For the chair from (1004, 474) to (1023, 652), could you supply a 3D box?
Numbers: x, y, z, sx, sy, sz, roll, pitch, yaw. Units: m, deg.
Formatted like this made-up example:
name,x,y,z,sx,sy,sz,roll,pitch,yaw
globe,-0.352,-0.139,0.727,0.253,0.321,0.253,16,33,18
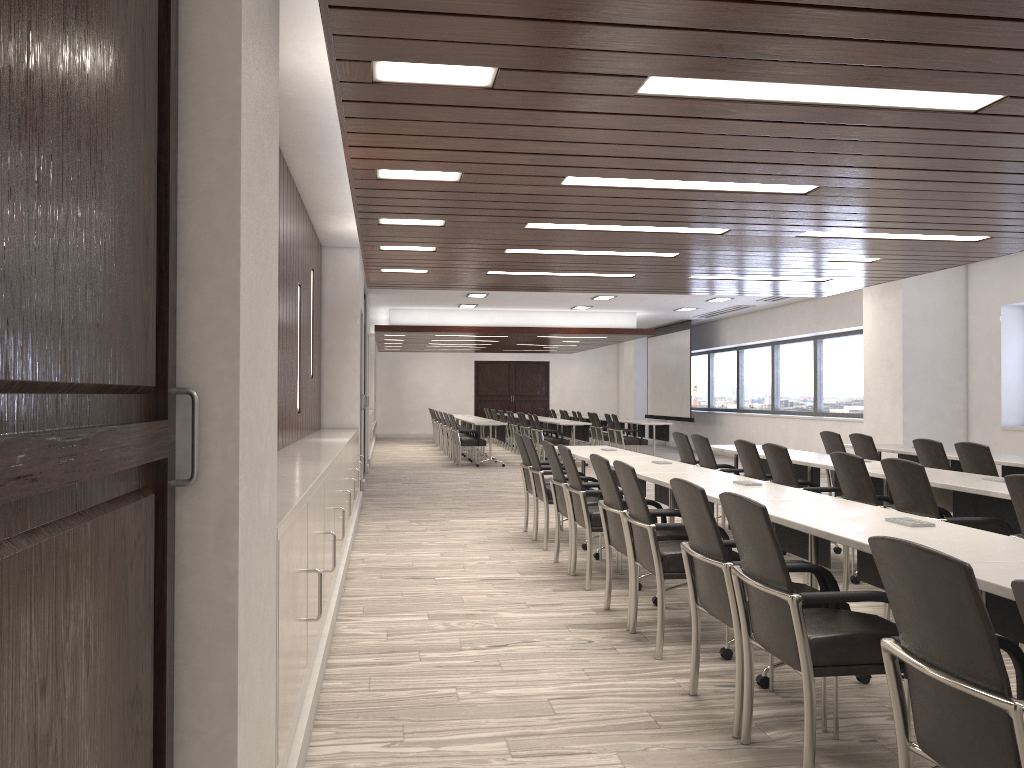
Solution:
name,x,y,z,sx,sy,sz,roll,pitch,yaw
chair,2.487,0.852,3.764,0.638,0.939,0.513,0,-1,-8

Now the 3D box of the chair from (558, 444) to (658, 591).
name,x,y,z,sx,sy,sz,roll,pitch,yaw
chair,0.636,0.879,6.047,0.638,0.939,0.513,0,-1,-8

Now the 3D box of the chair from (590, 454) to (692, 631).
name,x,y,z,sx,sy,sz,roll,pitch,yaw
chair,0.775,0.866,5.062,0.638,0.939,0.513,0,-1,-9

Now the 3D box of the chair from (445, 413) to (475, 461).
name,x,y,z,sx,sy,sz,roll,pitch,yaw
chair,-1.014,1.034,17.556,0.638,0.939,0.513,0,-1,-9

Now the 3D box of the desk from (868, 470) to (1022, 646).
name,x,y,z,sx,sy,sz,roll,pitch,yaw
desk,2.678,0.942,5.065,0.577,0.795,1.509,0,-1,-8

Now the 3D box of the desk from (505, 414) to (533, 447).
name,x,y,z,sx,sy,sz,roll,pitch,yaw
desk,0.174,1.177,22.597,0.577,0.795,1.509,0,-1,-8

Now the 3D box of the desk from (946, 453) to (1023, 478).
name,x,y,z,sx,sy,sz,roll,pitch,yaw
desk,3.945,0.968,6.786,0.577,0.795,1.509,0,-1,-8

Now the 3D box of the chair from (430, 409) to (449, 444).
name,x,y,z,sx,sy,sz,roll,pitch,yaw
chair,-1.873,1.115,23.576,0.638,0.939,0.513,0,-1,-8

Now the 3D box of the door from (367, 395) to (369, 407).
name,x,y,z,sx,sy,sz,roll,pitch,yaw
door,-2.581,0.292,15.451,0.200,2.323,1.163,0,-1,-8

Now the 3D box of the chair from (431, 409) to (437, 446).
name,x,y,z,sx,sy,sz,roll,pitch,yaw
chair,-1.741,1.101,22.590,0.638,0.939,0.513,0,-1,-8

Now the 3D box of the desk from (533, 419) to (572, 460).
name,x,y,z,sx,sy,sz,roll,pitch,yaw
desk,0.819,1.116,18.082,0.577,0.795,1.509,0,-1,-8

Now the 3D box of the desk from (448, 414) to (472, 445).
name,x,y,z,sx,sy,sz,roll,pitch,yaw
desk,-1.330,1.171,22.383,0.577,0.795,1.509,0,-1,-8

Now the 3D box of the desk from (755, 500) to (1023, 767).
name,x,y,z,sx,sy,sz,roll,pitch,yaw
desk,1.390,0.916,3.343,0.577,0.795,1.509,0,-1,-8

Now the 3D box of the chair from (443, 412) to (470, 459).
name,x,y,z,sx,sy,sz,roll,pitch,yaw
chair,-1.089,1.041,18.083,0.638,0.939,0.513,0,-1,-7

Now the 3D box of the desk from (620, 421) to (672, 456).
name,x,y,z,sx,sy,sz,roll,pitch,yaw
desk,2.516,1.102,16.786,0.577,0.795,1.509,0,-1,-8

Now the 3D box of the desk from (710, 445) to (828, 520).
name,x,y,z,sx,sy,sz,roll,pitch,yaw
desk,2.247,0.982,8.082,0.577,0.795,1.509,0,-1,-8

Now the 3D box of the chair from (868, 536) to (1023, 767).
name,x,y,z,sx,sy,sz,roll,pitch,yaw
chair,1.203,0.826,2.060,0.638,0.939,0.513,0,-1,-9

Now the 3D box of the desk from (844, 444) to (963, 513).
name,x,y,z,sx,sy,sz,roll,pitch,yaw
desk,3.729,0.988,8.294,0.577,0.795,1.509,0,-1,-8

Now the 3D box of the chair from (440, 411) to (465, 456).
name,x,y,z,sx,sy,sz,roll,pitch,yaw
chair,-1.237,1.054,19.051,0.638,0.939,0.513,0,-1,-8

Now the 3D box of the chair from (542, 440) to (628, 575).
name,x,y,z,sx,sy,sz,roll,pitch,yaw
chair,0.547,0.886,6.560,0.638,0.939,0.513,0,-1,-9

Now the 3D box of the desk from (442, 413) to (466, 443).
name,x,y,z,sx,sy,sz,roll,pitch,yaw
desk,-1.545,1.191,23.890,0.577,0.795,1.509,0,-1,-8

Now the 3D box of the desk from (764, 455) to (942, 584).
name,x,y,z,sx,sy,sz,roll,pitch,yaw
desk,2.463,0.962,6.575,0.577,0.795,1.509,0,-1,-8

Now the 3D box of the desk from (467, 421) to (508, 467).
name,x,y,z,sx,sy,sz,roll,pitch,yaw
desk,-0.469,1.090,16.360,0.577,0.795,1.509,0,-1,-8

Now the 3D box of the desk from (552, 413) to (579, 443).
name,x,y,z,sx,sy,sz,roll,pitch,yaw
desk,1.441,1.203,24.316,0.577,0.795,1.509,0,-1,-8

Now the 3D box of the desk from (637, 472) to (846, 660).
name,x,y,z,sx,sy,sz,roll,pitch,yaw
desk,1.174,0.936,4.850,0.577,0.795,1.509,0,-1,-8

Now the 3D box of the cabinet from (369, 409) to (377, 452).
name,x,y,z,sx,sy,sz,roll,pitch,yaw
cabinet,-3.403,0.990,20.460,0.476,0.698,7.540,0,-1,-8

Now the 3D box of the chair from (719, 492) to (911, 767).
name,x,y,z,sx,sy,sz,roll,pitch,yaw
chair,1.058,0.839,3.029,0.638,0.939,0.513,0,-1,-8

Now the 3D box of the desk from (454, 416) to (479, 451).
name,x,y,z,sx,sy,sz,roll,pitch,yaw
desk,-1.114,1.151,20.872,0.577,0.795,1.509,0,-1,-8

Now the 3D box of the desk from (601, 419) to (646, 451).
name,x,y,z,sx,sy,sz,roll,pitch,yaw
desk,2.301,1.122,18.293,0.577,0.795,1.509,0,-1,-8

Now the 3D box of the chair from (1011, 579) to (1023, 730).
name,x,y,z,sx,sy,sz,roll,pitch,yaw
chair,1.266,0.819,1.540,0.638,0.939,0.513,0,-1,-8

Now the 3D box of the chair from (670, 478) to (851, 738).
name,x,y,z,sx,sy,sz,roll,pitch,yaw
chair,0.976,0.846,3.558,0.638,0.939,0.513,0,-1,-8

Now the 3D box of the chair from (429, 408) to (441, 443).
name,x,y,z,sx,sy,sz,roll,pitch,yaw
chair,-1.950,1.121,24.094,0.638,0.939,0.513,0,-1,-8

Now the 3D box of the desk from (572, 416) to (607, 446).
name,x,y,z,sx,sy,sz,roll,pitch,yaw
desk,1.872,1.162,21.299,0.577,0.795,1.509,0,-1,-8

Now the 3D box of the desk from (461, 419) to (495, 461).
name,x,y,z,sx,sy,sz,roll,pitch,yaw
desk,-0.685,1.110,17.867,0.577,0.795,1.509,0,-1,-8

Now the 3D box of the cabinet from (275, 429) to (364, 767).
name,x,y,z,sx,sy,sz,roll,pitch,yaw
cabinet,-1.362,0.798,6.172,0.476,0.698,7.540,0,-1,-8

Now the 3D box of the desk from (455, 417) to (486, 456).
name,x,y,z,sx,sy,sz,roll,pitch,yaw
desk,-0.899,1.131,19.365,0.577,0.795,1.509,0,-1,-8

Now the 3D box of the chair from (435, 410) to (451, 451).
name,x,y,z,sx,sy,sz,roll,pitch,yaw
chair,-1.455,1.074,20.562,0.638,0.939,0.513,0,-1,-8

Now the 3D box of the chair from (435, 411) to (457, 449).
name,x,y,z,sx,sy,sz,roll,pitch,yaw
chair,-1.513,1.081,21.084,0.638,0.939,0.513,0,-1,-9

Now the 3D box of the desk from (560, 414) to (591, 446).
name,x,y,z,sx,sy,sz,roll,pitch,yaw
desk,1.656,1.183,22.809,0.577,0.795,1.509,0,-1,-8

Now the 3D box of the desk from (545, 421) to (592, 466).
name,x,y,z,sx,sy,sz,roll,pitch,yaw
desk,1.034,1.096,16.574,0.577,0.795,1.509,0,-1,-8

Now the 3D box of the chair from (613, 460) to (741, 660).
name,x,y,z,sx,sy,sz,roll,pitch,yaw
chair,0.850,0.859,4.536,0.638,0.939,0.513,0,-1,-8

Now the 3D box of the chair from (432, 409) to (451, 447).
name,x,y,z,sx,sy,sz,roll,pitch,yaw
chair,-1.666,1.094,22.070,0.638,0.939,0.513,0,-1,-9

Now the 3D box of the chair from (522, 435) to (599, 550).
name,x,y,z,sx,sy,sz,roll,pitch,yaw
chair,0.411,0.899,7.552,0.638,0.939,0.513,0,-1,-9

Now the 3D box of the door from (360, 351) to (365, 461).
name,x,y,z,sx,sy,sz,roll,pitch,yaw
door,-1.977,0.235,11.224,0.200,2.323,1.163,0,-1,-8

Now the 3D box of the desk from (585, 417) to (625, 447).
name,x,y,z,sx,sy,sz,roll,pitch,yaw
desk,2.087,1.142,19.791,0.577,0.795,1.509,0,-1,-8

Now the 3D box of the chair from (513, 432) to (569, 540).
name,x,y,z,sx,sy,sz,roll,pitch,yaw
chair,0.335,0.906,8.076,0.638,0.939,0.513,0,-1,-9

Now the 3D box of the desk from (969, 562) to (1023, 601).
name,x,y,z,sx,sy,sz,roll,pitch,yaw
desk,1.604,0.895,1.844,0.577,0.795,1.509,0,-1,-8

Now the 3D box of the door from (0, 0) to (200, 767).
name,x,y,z,sx,sy,sz,roll,pitch,yaw
door,-0.652,0.101,1.233,0.200,2.323,1.163,0,-1,-8

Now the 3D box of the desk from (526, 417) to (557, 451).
name,x,y,z,sx,sy,sz,roll,pitch,yaw
desk,0.605,1.136,19.580,0.577,0.795,1.509,0,-1,-8

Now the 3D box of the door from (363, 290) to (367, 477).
name,x,y,z,sx,sy,sz,roll,pitch,yaw
door,-2.279,-0.019,13.343,0.200,2.889,2.327,0,-1,-8

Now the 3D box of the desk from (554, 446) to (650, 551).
name,x,y,z,sx,sy,sz,roll,pitch,yaw
desk,0.743,0.976,7.867,0.577,0.795,1.509,0,-1,-8

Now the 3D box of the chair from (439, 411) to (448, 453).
name,x,y,z,sx,sy,sz,roll,pitch,yaw
chair,-1.303,1.061,19.565,0.638,0.939,0.513,0,-1,-8

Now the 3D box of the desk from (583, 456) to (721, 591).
name,x,y,z,sx,sy,sz,roll,pitch,yaw
desk,0.959,0.956,6.360,0.577,0.795,1.509,0,-1,-8

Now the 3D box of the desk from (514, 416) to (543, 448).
name,x,y,z,sx,sy,sz,roll,pitch,yaw
desk,0.390,1.157,21.087,0.577,0.795,1.509,0,-1,-8

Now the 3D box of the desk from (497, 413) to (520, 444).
name,x,y,z,sx,sy,sz,roll,pitch,yaw
desk,-0.041,1.197,24.105,0.577,0.795,1.509,0,-1,-8

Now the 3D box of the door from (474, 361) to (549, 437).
name,x,y,z,sx,sy,sz,roll,pitch,yaw
door,-0.002,0.457,27.172,2.329,2.323,0.200,0,-1,-8
